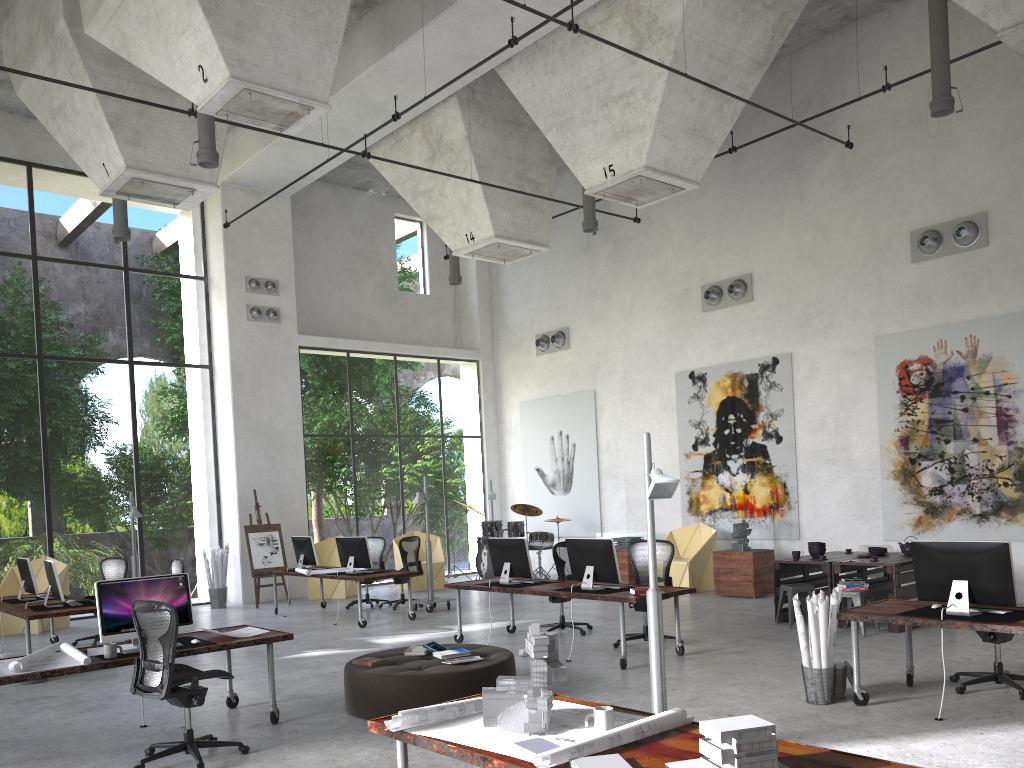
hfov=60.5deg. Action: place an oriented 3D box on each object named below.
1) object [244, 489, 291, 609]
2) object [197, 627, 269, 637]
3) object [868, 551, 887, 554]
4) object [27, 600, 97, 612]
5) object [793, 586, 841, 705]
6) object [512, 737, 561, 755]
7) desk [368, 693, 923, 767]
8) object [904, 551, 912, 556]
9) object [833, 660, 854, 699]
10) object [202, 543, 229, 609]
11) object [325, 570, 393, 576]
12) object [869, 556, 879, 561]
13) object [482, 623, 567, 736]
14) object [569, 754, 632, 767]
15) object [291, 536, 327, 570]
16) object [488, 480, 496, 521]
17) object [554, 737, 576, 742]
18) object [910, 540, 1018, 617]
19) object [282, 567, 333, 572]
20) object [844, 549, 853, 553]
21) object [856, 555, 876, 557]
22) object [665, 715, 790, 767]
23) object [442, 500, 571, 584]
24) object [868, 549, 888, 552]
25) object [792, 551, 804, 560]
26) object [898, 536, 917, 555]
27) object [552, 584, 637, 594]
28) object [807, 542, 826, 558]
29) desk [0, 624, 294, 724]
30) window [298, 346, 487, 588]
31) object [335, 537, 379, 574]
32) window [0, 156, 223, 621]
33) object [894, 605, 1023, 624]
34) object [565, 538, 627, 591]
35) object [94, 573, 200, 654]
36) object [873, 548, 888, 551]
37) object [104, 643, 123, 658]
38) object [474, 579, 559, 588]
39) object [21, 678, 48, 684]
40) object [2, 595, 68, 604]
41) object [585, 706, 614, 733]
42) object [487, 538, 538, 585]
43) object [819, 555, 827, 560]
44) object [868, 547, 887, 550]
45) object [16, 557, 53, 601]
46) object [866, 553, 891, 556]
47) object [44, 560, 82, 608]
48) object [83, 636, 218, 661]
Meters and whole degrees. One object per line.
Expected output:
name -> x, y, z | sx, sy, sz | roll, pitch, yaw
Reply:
object -> -4.533, 2.975, 16.009 | 0.692, 2.144, 0.687 | -3, 0, -40
object -> -2.335, 2.060, 7.352 | 0.469, 0.086, 0.439 | 2, -9, -37
object -> 4.620, 2.131, 11.090 | 0.229, 0.047, 0.230 | -4, -7, 9
object -> -5.404, 2.673, 10.568 | 0.686, 0.008, 0.855 | 2, -9, -34
object -> 2.456, 2.086, 7.025 | 0.319, 0.937, 0.342 | -3, 0, -23
object -> 0.108, 1.515, 3.672 | 0.133, 0.008, 0.205 | 1, -8, -29
desk -> 0.687, 1.813, 3.377 | 0.973, 0.722, 3.152 | 1, -8, -41
object -> 4.925, 2.080, 10.751 | 0.230, 0.047, 0.230 | -6, -8, 26
object -> 2.657, 2.411, 7.219 | 0.397, 0.298, 0.296 | -3, -3, 3
object -> -5.348, 3.490, 15.960 | 0.442, 1.209, 0.411 | -3, 0, 27
object -> -2.314, 2.864, 13.295 | 0.854, 0.008, 0.688 | -9, -9, 40
object -> 4.283, 2.066, 10.399 | 0.138, 0.056, 0.117 | -6, -6, 25
object -> 0.042, 1.339, 4.002 | 0.361, 0.520, 0.496 | -3, -3, -5
object -> 0.341, 1.454, 3.327 | 0.200, 0.023, 0.237 | -2, -7, -10
object -> -3.344, 2.781, 14.468 | 0.376, 0.552, 0.719 | -1, -4, -39
object -> -0.424, 3.202, 19.515 | 0.579, 2.152, 0.596 | -3, 0, -6
object -> 0.231, 1.517, 3.745 | 0.127, 0.010, 0.011 | -8, -6, 35
object -> 3.418, 1.446, 6.601 | 0.376, 0.552, 0.719 | -1, -4, -39
object -> -3.327, 3.064, 14.472 | 0.687, 0.008, 0.855 | 3, -9, -39
object -> 4.475, 2.214, 11.647 | 0.137, 0.056, 0.117 | 0, -6, -25
object -> 4.404, 2.142, 10.924 | 0.236, 0.019, 0.234 | -10, -10, 44
object -> 0.824, 1.333, 3.207 | 0.388, 0.182, 0.419 | -1, -6, -16
object -> -0.007, 3.196, 18.034 | 2.985, 1.742, 1.881 | -6, -5, 33
object -> 4.620, 2.116, 11.088 | 0.230, 0.063, 0.229 | -9, -9, 44
object -> 3.579, 2.153, 11.018 | 0.130, 0.109, 0.100 | -6, -4, 41
object -> 4.985, 2.025, 11.011 | 0.211, 0.232, 0.219 | 0, -4, -43
object -> 0.944, 2.221, 9.504 | 0.687, 0.008, 0.855 | 3, -9, -39
object -> 3.882, 2.109, 11.178 | 0.213, 0.214, 0.194 | 0, -4, -40
desk -> -3.291, 2.424, 6.637 | 3.127, 0.723, 0.980 | 3, -7, -41
window -> -2.374, 1.799, 18.745 | 4.555, 4.890, 0.020 | 0, -1, -41
object -> -2.332, 2.581, 13.290 | 0.718, 0.552, 0.376 | -7, -4, 41
window -> -7.971, 0.170, 14.919 | 5.950, 7.847, 0.067 | -1, -1, -41
object -> 3.436, 1.729, 6.605 | 0.687, 0.008, 0.855 | 3, -9, -39
object -> 0.927, 1.938, 9.500 | 0.376, 0.552, 0.719 | -1, -4, -39
object -> -2.865, 1.802, 6.934 | 0.713, 0.552, 0.379 | 1, -4, -39
object -> 4.621, 2.103, 11.092 | 0.230, 0.063, 0.228 | -9, -9, 44
object -> -2.980, 1.990, 6.560 | 0.122, 0.100, 0.088 | -2, -3, -12
object -> 0.052, 2.397, 10.542 | 0.687, 0.008, 0.855 | 3, -9, -39
object -> -5.263, 3.112, 9.625 | 0.400, 0.298, 0.294 | -7, -5, 42
object -> -6.311, 2.852, 11.627 | 0.687, 0.008, 0.855 | 3, -9, -39
object -> 0.388, 1.480, 3.869 | 0.122, 0.100, 0.088 | -2, -3, -12
object -> 0.034, 2.114, 10.538 | 0.376, 0.552, 0.719 | -1, -4, -39
object -> 3.849, 2.145, 10.856 | 0.117, 0.056, 0.138 | -7, -7, 34
object -> 4.615, 2.092, 11.094 | 0.229, 0.058, 0.230 | 3, -9, -41
object -> -6.328, 2.569, 11.623 | 0.376, 0.552, 0.719 | -1, -4, -39
object -> 4.623, 2.152, 11.091 | 0.296, 0.024, 0.296 | -6, -8, 26
object -> -5.421, 2.390, 10.564 | 0.376, 0.552, 0.719 | -2, -4, -34
object -> -2.850, 2.085, 6.935 | 0.848, 0.008, 0.693 | 3, -9, -39
